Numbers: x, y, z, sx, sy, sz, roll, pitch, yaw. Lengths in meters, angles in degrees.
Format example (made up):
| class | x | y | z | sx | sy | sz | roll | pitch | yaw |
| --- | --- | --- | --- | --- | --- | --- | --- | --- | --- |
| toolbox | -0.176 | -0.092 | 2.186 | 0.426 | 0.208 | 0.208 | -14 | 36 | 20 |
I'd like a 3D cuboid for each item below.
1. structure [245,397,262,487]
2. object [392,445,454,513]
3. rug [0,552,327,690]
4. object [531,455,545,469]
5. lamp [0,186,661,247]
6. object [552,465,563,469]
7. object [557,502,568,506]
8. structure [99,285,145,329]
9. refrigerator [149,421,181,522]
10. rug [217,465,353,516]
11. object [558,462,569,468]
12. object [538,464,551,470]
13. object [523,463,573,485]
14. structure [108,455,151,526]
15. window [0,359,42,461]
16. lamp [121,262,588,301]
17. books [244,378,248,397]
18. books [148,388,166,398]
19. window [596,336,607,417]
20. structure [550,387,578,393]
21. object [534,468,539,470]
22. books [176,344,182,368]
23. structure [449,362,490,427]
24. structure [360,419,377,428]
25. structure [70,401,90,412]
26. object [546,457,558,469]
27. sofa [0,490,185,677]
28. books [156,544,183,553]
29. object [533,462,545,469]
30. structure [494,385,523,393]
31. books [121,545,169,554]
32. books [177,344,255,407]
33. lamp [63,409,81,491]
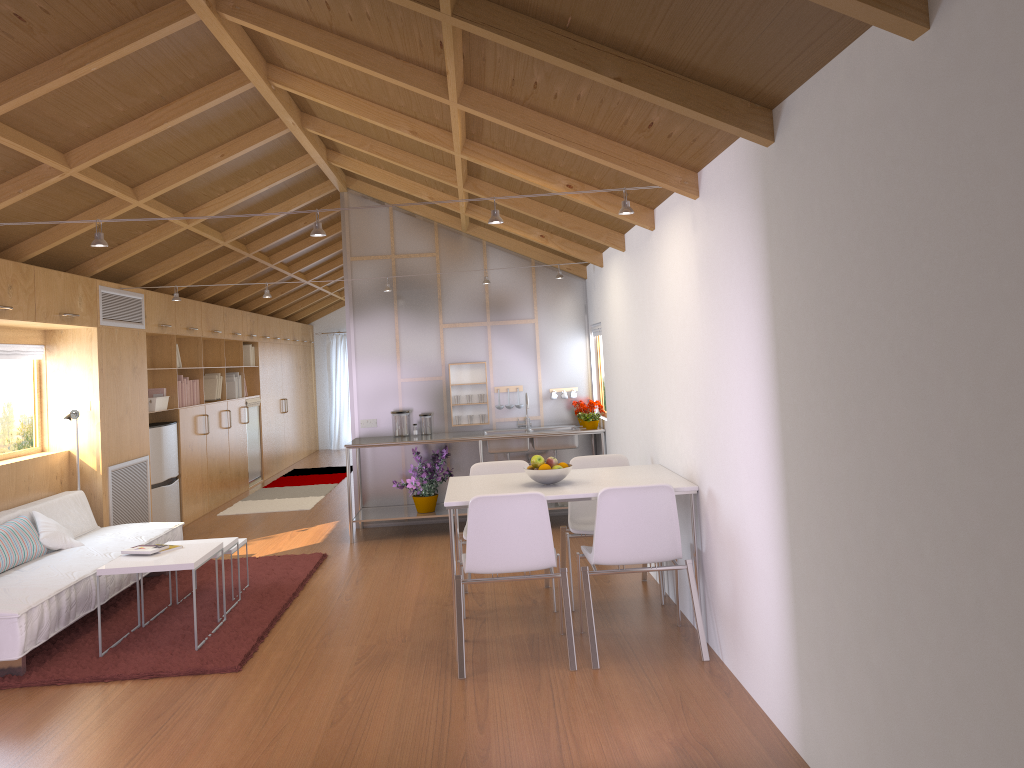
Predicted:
| class | x | y | z | sx | sy | sz | roll | pitch | yaw |
| --- | --- | --- | --- | --- | --- | --- | --- | --- | --- |
| structure | -3.352 | 0.718 | 11.052 | 0.316 | 1.082 | 0.723 | -3 | -1 | -2 |
| object | -0.721 | 0.780 | 7.294 | 0.525 | 0.554 | 0.350 | -3 | -2 | -11 |
| rug | -2.282 | 1.374 | 5.354 | 1.885 | 0.020 | 2.476 | -3 | 2 | -2 |
| object | 0.131 | 0.396 | 4.511 | 0.070 | 0.069 | 0.077 | -3 | 0 | -2 |
| lamp | -1.082 | -0.734 | 3.979 | 3.828 | 0.153 | 0.072 | -3 | -2 | -3 |
| object | 0.232 | 0.447 | 4.489 | 0.070 | 0.069 | 0.077 | -3 | 0 | -2 |
| object | 0.492 | 0.909 | 7.382 | 0.299 | 0.159 | 0.414 | -3 | 1 | -2 |
| structure | -3.126 | -0.606 | 7.103 | 0.013 | 0.301 | 0.901 | -3 | 1 | -2 |
| refrigerator | -3.173 | 0.857 | 7.899 | 0.262 | 0.990 | 0.711 | -3 | -1 | -2 |
| rug | -2.562 | 1.239 | 10.688 | 0.917 | 0.011 | 3.715 | -3 | 2 | -2 |
| object | 0.261 | 0.438 | 4.553 | 0.067 | 0.066 | 0.068 | -4 | -1 | 42 |
| object | 0.167 | 0.438 | 4.471 | 0.068 | 0.068 | 0.067 | -3 | -1 | -27 |
| object | 0.188 | 0.469 | 4.534 | 0.254 | 0.091 | 0.255 | -2 | 1 | 40 |
| structure | -3.038 | 0.974 | 7.050 | 0.013 | 0.723 | 0.818 | -3 | 0 | -2 |
| window | -3.481 | 0.127 | 5.807 | 0.035 | 0.792 | 1.493 | -3 | 1 | -2 |
| lamp | -1.216 | -0.818 | 7.164 | 3.828 | 0.153 | 0.072 | -3 | -2 | -3 |
| books | -3.367 | 0.015 | 10.867 | 0.176 | 0.297 | 0.279 | -3 | -1 | -2 |
| books | -3.236 | 0.136 | 8.047 | 0.150 | 0.193 | 0.088 | -3 | -2 | -3 |
| window | 0.789 | -0.116 | 7.442 | 0.026 | 0.798 | 0.722 | -3 | -1 | -2 |
| structure | 0.459 | 0.053 | 7.792 | 0.250 | 0.032 | 0.041 | -3 | 0 | -3 |
| object | 0.151 | 0.457 | 4.538 | 0.080 | 0.090 | 0.077 | -2 | -1 | -43 |
| books | -3.286 | -0.294 | 8.465 | 0.176 | 0.297 | 0.279 | -3 | -1 | -2 |
| structure | -0.375 | 0.088 | 7.738 | 0.328 | 0.547 | 0.076 | -3 | -3 | -3 |
| structure | -1.252 | 0.345 | 7.723 | 0.142 | 0.071 | 0.011 | -3 | -3 | -3 |
| structure | -3.208 | 0.165 | 6.565 | 0.142 | 0.071 | 0.011 | -3 | -3 | -3 |
| object | 0.203 | 0.406 | 4.535 | 0.063 | 0.067 | 0.062 | -4 | -1 | 36 |
| sofa | -2.749 | 1.090 | 5.240 | 0.862 | 0.630 | 2.350 | -3 | 1 | -2 |
| books | -1.946 | 0.911 | 4.880 | 0.192 | 0.016 | 0.152 | -2 | 2 | 27 |
| object | 0.143 | 0.429 | 4.606 | 0.068 | 0.068 | 0.067 | -3 | -1 | -27 |
| structure | -0.029 | 0.045 | 7.785 | 0.250 | 0.051 | 0.016 | -3 | -2 | -3 |
| books | -1.996 | 0.900 | 4.810 | 0.193 | 0.016 | 0.152 | -3 | 2 | 17 |
| books | -3.329 | -0.141 | 9.907 | 0.189 | 0.659 | 3.103 | -3 | 1 | -2 |
| lamp | -3.136 | 0.784 | 6.402 | 0.183 | 1.201 | 0.253 | -2 | -3 | -27 |
